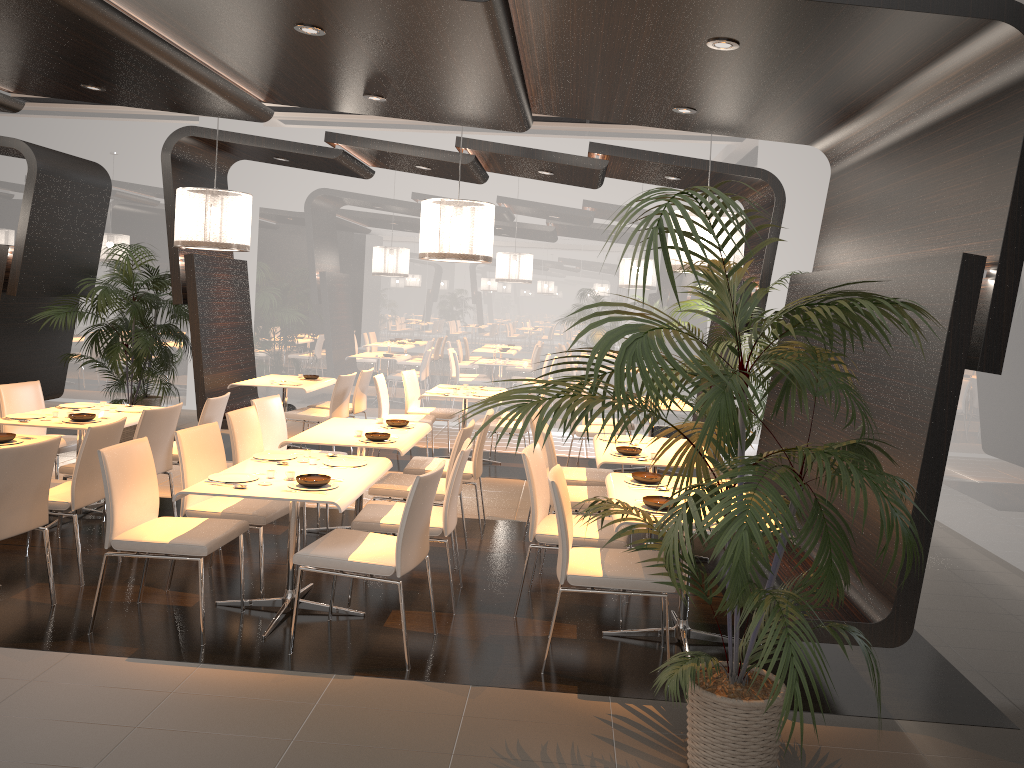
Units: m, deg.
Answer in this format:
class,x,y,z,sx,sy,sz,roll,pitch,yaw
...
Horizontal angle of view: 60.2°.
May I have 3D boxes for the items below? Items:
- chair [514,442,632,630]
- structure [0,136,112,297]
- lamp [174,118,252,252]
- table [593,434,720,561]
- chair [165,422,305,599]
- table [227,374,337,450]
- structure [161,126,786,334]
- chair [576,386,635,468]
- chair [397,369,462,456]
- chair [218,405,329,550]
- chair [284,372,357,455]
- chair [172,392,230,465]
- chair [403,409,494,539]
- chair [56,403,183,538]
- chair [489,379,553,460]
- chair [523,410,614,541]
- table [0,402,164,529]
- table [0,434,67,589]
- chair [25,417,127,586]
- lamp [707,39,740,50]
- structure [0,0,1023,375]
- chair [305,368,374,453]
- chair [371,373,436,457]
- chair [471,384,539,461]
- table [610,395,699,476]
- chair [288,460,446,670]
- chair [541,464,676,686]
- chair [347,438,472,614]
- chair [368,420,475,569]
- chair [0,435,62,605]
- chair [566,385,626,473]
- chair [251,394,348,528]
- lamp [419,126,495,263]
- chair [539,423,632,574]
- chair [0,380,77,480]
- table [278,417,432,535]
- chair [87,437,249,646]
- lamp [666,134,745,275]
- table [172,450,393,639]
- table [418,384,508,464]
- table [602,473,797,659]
class,x,y,z,sx,sy,sz,roll,pitch,yaw
chair,0.344,0.801,4.851,0.606,0.868,0.485,3,2,11
structure,-7.546,-1.941,9.504,5.934,1.726,1.405,3,3,4
lamp,-2.555,-2.133,7.668,0.628,1.927,0.626,4,2,32
table,0.941,0.803,5.958,0.800,0.724,1.151,3,4,4
chair,-1.551,0.694,4.979,0.606,0.873,0.485,3,2,11
table,-2.374,0.328,9.209,0.800,0.724,1.151,3,4,4
structure,-0.410,-1.530,9.026,5.934,1.726,1.405,3,3,4
chair,0.979,0.416,9.292,0.605,0.868,0.485,3,2,6
chair,-0.874,0.307,9.440,0.606,0.868,0.485,3,2,11
chair,-1.544,0.617,5.801,0.605,0.873,0.485,3,2,6
chair,-1.910,0.312,8.820,0.606,0.868,0.485,3,2,11
chair,-2.449,0.499,6.537,0.605,0.868,0.485,3,2,1
chair,-0.453,0.614,6.407,0.605,0.868,0.485,3,2,1
chair,-2.567,0.560,5.851,0.606,0.873,0.485,3,2,11
chair,0.108,0.369,9.341,0.605,0.873,0.485,3,2,6
chair,0.410,0.667,6.341,0.606,0.873,0.485,3,2,11
table,-3.046,0.573,6.236,0.800,0.724,1.151,3,4,4
table,-3.110,0.710,4.745,0.800,0.724,1.151,3,4,4
chair,-2.590,0.634,5.051,0.605,0.873,0.485,3,2,1
lamp,1.058,-1.715,4.430,0.161,0.050,0.162,4,5,9
structure,-2.971,-1.330,5.450,10.663,1.734,2.911,3,4,4
chair,-1.823,0.260,9.452,0.605,0.873,0.485,3,2,6
chair,-1.081,0.362,8.769,0.605,0.873,0.485,3,2,1
chair,-0.060,0.417,8.716,0.605,0.868,0.485,3,2,6
table,1.403,0.547,8.938,0.800,0.724,1.151,3,4,4
chair,-0.663,0.810,4.228,0.606,0.873,0.485,3,2,11
chair,0.452,0.869,4.189,0.605,0.868,0.485,3,2,6
chair,-0.546,0.752,4.914,0.605,0.873,0.485,3,2,1
chair,-0.571,0.672,5.721,0.605,0.868,0.485,3,2,6
chair,-2.630,0.695,4.360,0.606,0.868,0.485,3,2,11
chair,0.811,0.469,8.667,0.605,0.873,0.485,3,2,6
chair,-1.581,0.548,6.490,0.606,0.868,0.485,3,2,11
lamp,-0.433,-2.011,7.526,0.628,1.927,0.626,4,2,32
chair,0.469,0.732,5.674,0.605,0.873,0.485,3,2,1
chair,-3.470,0.441,6.597,0.606,0.868,0.485,3,2,11
table,-0.924,0.694,6.098,1.053,0.724,1.151,3,4,4
chair,-1.685,0.745,4.368,0.605,0.873,0.485,3,2,6
lamp,1.657,-1.891,7.386,0.628,1.927,0.626,4,2,36
table,-1.142,0.823,4.613,0.800,0.724,1.151,3,4,4
table,-0.492,0.437,9.072,0.800,0.724,1.151,3,4,4
table,0.875,0.940,4.468,0.800,0.724,1.151,3,4,4
